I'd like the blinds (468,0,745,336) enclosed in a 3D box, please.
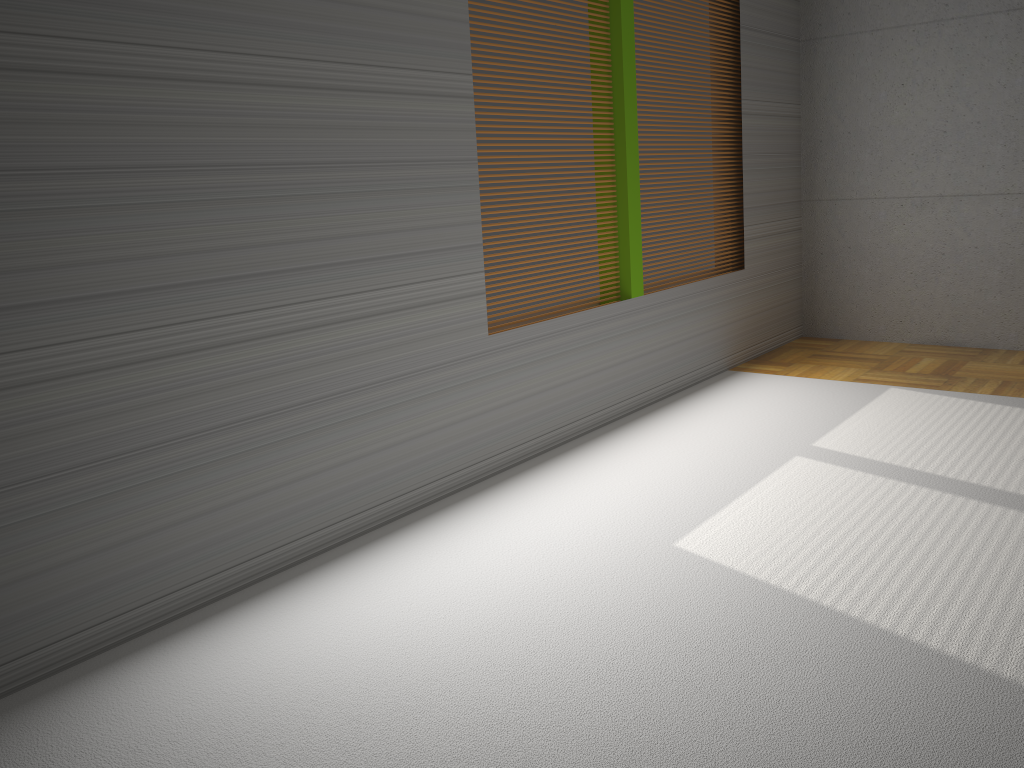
[{"bbox_3d":[0.578,-1.389,4.965,0.012,2.020,3.568,3,13,38],"label":"blinds"}]
